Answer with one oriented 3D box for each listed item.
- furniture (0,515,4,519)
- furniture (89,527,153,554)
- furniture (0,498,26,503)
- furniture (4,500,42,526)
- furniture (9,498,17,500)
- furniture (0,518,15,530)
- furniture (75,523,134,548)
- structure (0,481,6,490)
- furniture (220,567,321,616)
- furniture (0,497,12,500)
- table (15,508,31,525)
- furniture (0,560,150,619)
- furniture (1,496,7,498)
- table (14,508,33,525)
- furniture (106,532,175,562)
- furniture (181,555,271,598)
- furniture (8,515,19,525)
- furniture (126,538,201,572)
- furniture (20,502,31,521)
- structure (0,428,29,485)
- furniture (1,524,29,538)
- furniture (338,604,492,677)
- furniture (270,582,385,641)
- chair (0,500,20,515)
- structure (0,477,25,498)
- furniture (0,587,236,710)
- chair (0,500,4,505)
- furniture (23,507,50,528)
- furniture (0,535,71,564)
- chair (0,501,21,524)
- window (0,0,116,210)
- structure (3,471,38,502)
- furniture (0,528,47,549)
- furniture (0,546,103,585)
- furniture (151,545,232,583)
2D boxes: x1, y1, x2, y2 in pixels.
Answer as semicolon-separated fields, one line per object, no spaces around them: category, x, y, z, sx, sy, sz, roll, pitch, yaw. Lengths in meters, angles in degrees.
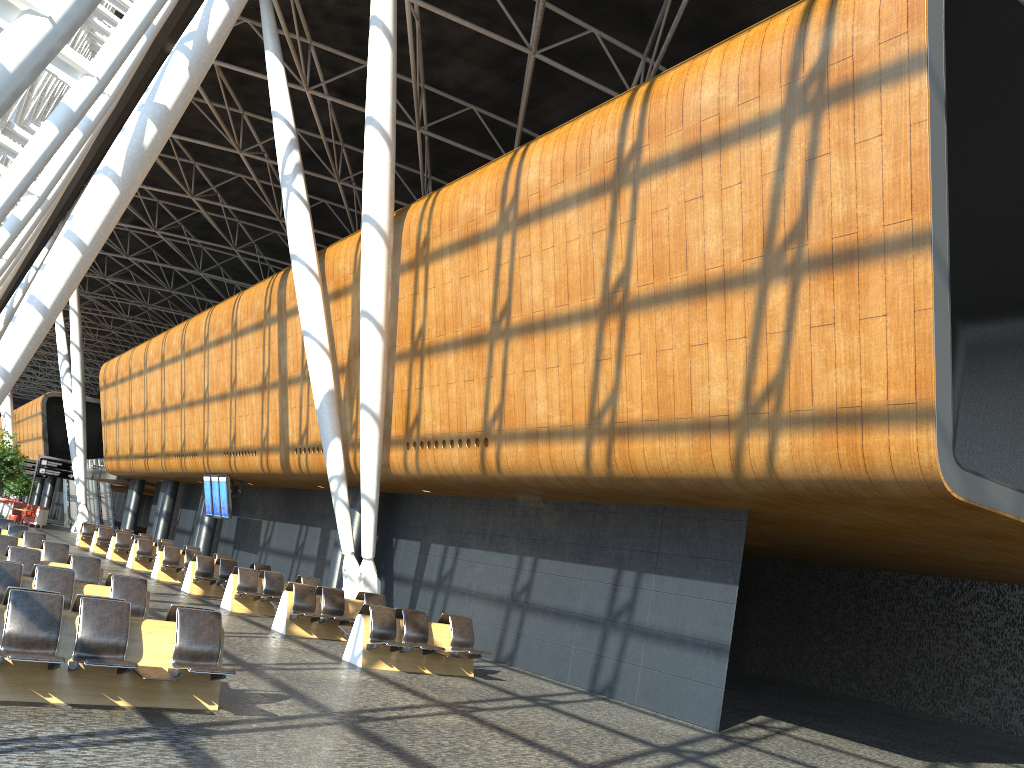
furniture;-16.093;3.848;24.691;3.294;0.858;1.663;17;-13;-33
furniture;-13.450;5.510;30.475;1.921;0.858;1.663;17;-13;-33
furniture;-29.871;7.265;51.937;2.815;0.997;0.905;5;-10;23
furniture;-25.595;6.669;45.782;2.815;0.997;0.905;5;-10;23
furniture;-33.026;7.952;57.643;0.900;0.995;2.831;16;-13;-35
furniture;-14.381;3.609;22.227;3.294;0.858;1.663;17;-13;-33
furniture;-15.162;5.749;32.939;1.921;0.858;1.663;17;-13;-33
structure;-31.525;6.041;53.351;2.297;3.434;2.231;12;-8;-21
furniture;-4.893;4.316;18.157;1.921;0.858;1.663;17;-13;-33
furniture;-32.255;7.476;54.793;0.886;0.994;2.878;8;-11;9
table;-24.167;6.535;43.414;0.804;0.741;0.805;12;-10;-17
furniture;-5.823;2.415;9.908;3.294;0.858;1.663;17;-13;-33
furniture;-42.757;9.601;72.661;1.921;0.858;1.663;17;-13;-33
table;-23.395;6.382;42.088;0.804;0.741;0.805;12;-10;-17
furniture;-11.739;5.271;28.012;1.921;0.858;1.663;17;-13;-33
furniture;-6.604;4.555;20.620;1.921;0.858;1.663;17;-13;-33
furniture;-23.513;6.401;41.574;0.446;0.454;0.446;13;-9;-21
furniture;-10.027;5.032;25.548;1.921;0.858;1.663;17;-13;-33
furniture;-27.795;7.163;49.834;0.895;0.994;2.848;13;-12;-21
structure;-26.006;4.272;43.246;3.139;4.481;5.796;16;-12;-41
furniture;-12.669;3.370;19.763;3.294;0.858;1.663;17;-13;-33
furniture;-1.470;3.838;13.229;1.921;0.858;1.663;17;-13;-33
furniture;-3.181;4.077;15.693;1.921;0.858;1.663;17;-13;-33
chair;-24.855;6.333;43.621;0.659;0.998;0.633;8;-8;11
structure;-34.270;7.201;59.816;1.928;2.959;1.915;8;-8;14
furniture;-4.112;2.176;7.445;3.294;0.858;1.663;17;-13;-33
chair;-25.782;6.334;44.348;0.622;0.998;0.670;9;-8;1
furniture;-23.519;6.566;43.678;0.895;0.994;2.848;13;-12;-21
furniture;-9.246;2.892;14.836;3.294;0.858;1.663;17;-13;-33
chair;-24.262;6.231;42.678;0.621;0.998;0.671;8;-8;11
window;-41.756;0.881;62.475;3.764;13.872;166.515;14;-12;-33
structure;-28.611;6.396;51.078;1.774;2.746;1.761;8;-8;14
furniture;-10.958;3.131;17.299;3.294;0.858;1.663;17;-13;-33
furniture;-7.535;2.654;12.372;3.294;0.858;1.663;17;-13;-33
furniture;-8.316;4.793;23.084;1.921;0.858;1.663;17;-13;-33
